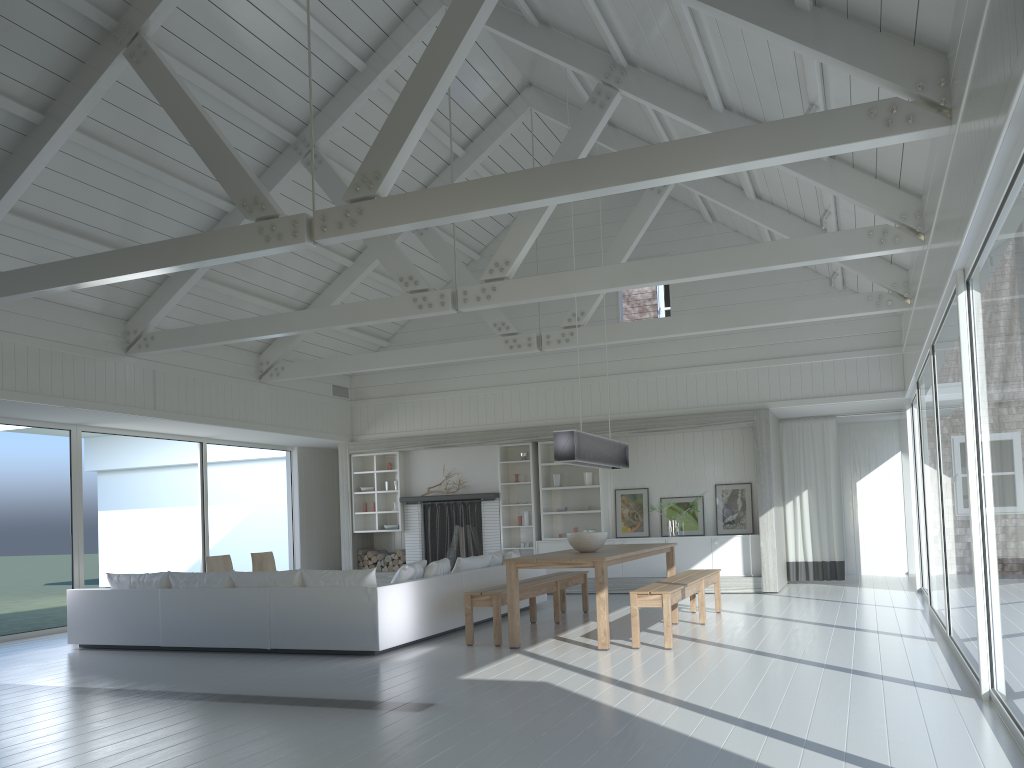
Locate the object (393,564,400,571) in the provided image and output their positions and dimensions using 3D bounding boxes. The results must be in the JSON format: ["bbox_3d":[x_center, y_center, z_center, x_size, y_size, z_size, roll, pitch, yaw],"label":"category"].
[{"bbox_3d":[-1.707,2.908,13.988,0.134,0.146,0.551,-4,-8,21],"label":"object"}]

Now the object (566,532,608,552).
[{"bbox_3d":[0.712,1.497,8.333,0.389,0.184,0.392,-4,-8,13],"label":"object"}]

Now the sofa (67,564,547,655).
[{"bbox_3d":[-1.948,2.309,9.836,3.486,0.733,4.157,-6,-9,21],"label":"sofa"}]

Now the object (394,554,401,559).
[{"bbox_3d":[-1.727,2.725,13.969,0.080,0.079,0.481,-4,-9,20],"label":"object"}]

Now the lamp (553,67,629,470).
[{"bbox_3d":[0.742,-1.295,8.796,0.201,4.221,1.913,-3,-4,21],"label":"lamp"}]

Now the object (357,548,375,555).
[{"bbox_3d":[-2.340,2.703,14.216,0.080,0.079,0.481,-4,-9,20],"label":"object"}]

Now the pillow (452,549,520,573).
[{"bbox_3d":[-0.265,2.178,10.159,0.463,0.474,2.071,-4,-8,14],"label":"pillow"}]

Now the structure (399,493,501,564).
[{"bbox_3d":[-0.810,2.365,13.650,1.621,1.279,0.863,-5,-5,22],"label":"structure"}]

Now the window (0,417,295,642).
[{"bbox_3d":[-5.157,1.691,10.420,0.081,2.405,8.763,-3,-8,21],"label":"window"}]

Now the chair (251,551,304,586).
[{"bbox_3d":[-3.105,2.580,11.495,0.556,0.776,0.598,-4,-5,22],"label":"chair"}]

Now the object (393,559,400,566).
[{"bbox_3d":[-1.730,2.818,13.982,0.109,0.109,0.497,-4,-9,20],"label":"object"}]

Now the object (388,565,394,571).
[{"bbox_3d":[-1.804,2.922,14.018,0.108,0.105,0.517,-4,-9,20],"label":"object"}]

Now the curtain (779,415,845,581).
[{"bbox_3d":[4.227,1.655,12.734,1.008,2.358,0.117,-4,-3,22],"label":"curtain"}]

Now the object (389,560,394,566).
[{"bbox_3d":[-1.815,2.829,14.002,0.080,0.079,0.481,-4,-9,20],"label":"object"}]

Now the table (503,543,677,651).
[{"bbox_3d":[0.906,2.021,8.698,0.908,0.758,2.965,-5,-9,21],"label":"table"}]

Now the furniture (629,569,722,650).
[{"bbox_3d":[1.628,2.094,8.400,0.341,0.468,2.696,-4,-9,21],"label":"furniture"}]

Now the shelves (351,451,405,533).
[{"bbox_3d":[-2.031,1.731,14.037,0.868,1.233,0.551,-4,-4,22],"label":"shelves"}]

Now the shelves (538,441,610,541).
[{"bbox_3d":[0.956,1.558,12.979,0.941,1.436,0.607,-4,-4,22],"label":"shelves"}]

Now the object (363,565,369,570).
[{"bbox_3d":[-2.210,2.959,14.189,0.134,0.146,0.551,-4,-8,21],"label":"object"}]

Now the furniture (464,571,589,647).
[{"bbox_3d":[0.238,2.233,8.956,0.341,0.468,2.696,-4,-9,21],"label":"furniture"}]

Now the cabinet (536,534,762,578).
[{"bbox_3d":[1.936,2.455,12.534,3.190,0.548,0.656,-6,-7,22],"label":"cabinet"}]

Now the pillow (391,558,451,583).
[{"bbox_3d":[-0.921,1.970,8.629,0.466,0.474,1.327,-3,-8,13],"label":"pillow"}]

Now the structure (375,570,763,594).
[{"bbox_3d":[0.596,2.942,13.390,6.367,0.344,1.892,-6,-9,22],"label":"structure"}]

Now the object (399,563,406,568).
[{"bbox_3d":[-1.617,2.882,13.935,0.110,0.110,0.497,-4,-9,20],"label":"object"}]

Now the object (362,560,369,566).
[{"bbox_3d":[-2.234,2.868,14.183,0.109,0.109,0.497,-4,-9,20],"label":"object"}]

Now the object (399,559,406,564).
[{"bbox_3d":[-1.647,2.800,13.942,0.080,0.079,0.481,-4,-9,20],"label":"object"}]

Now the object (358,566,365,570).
[{"bbox_3d":[-2.308,2.973,14.219,0.108,0.105,0.517,-4,-9,20],"label":"object"}]

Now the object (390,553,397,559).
[{"bbox_3d":[-1.787,2.720,13.993,0.086,0.091,0.482,-4,-9,20],"label":"object"}]

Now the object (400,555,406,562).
[{"bbox_3d":[-1.602,2.745,13.932,0.109,0.109,0.497,-4,-9,20],"label":"object"}]

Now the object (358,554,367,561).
[{"bbox_3d":[-2.316,2.792,14.218,0.109,0.109,0.497,-4,-9,20],"label":"object"}]

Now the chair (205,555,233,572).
[{"bbox_3d":[-3.447,2.486,10.792,0.556,0.776,0.598,-4,-5,22],"label":"chair"}]

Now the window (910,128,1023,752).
[{"bbox_3d":[3.014,0.695,5.963,0.081,2.405,10.990,-3,-8,21],"label":"window"}]

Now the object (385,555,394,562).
[{"bbox_3d":[-1.855,2.768,14.033,0.109,0.109,0.497,-4,-9,20],"label":"object"}]

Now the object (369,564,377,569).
[{"bbox_3d":[-2.121,2.932,14.137,0.110,0.110,0.497,-4,-9,20],"label":"object"}]

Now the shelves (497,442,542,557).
[{"bbox_3d":[0.185,1.911,13.280,0.542,1.990,0.607,-3,-3,22],"label":"shelves"}]

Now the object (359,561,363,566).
[{"bbox_3d":[-2.318,2.879,14.203,0.080,0.079,0.481,-4,-9,20],"label":"object"}]

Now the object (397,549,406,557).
[{"bbox_3d":[-1.664,2.672,13.960,0.110,0.110,0.497,-4,-9,20],"label":"object"}]

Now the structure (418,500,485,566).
[{"bbox_3d":[-0.943,2.297,13.321,1.100,1.058,0.117,-4,-3,21],"label":"structure"}]
